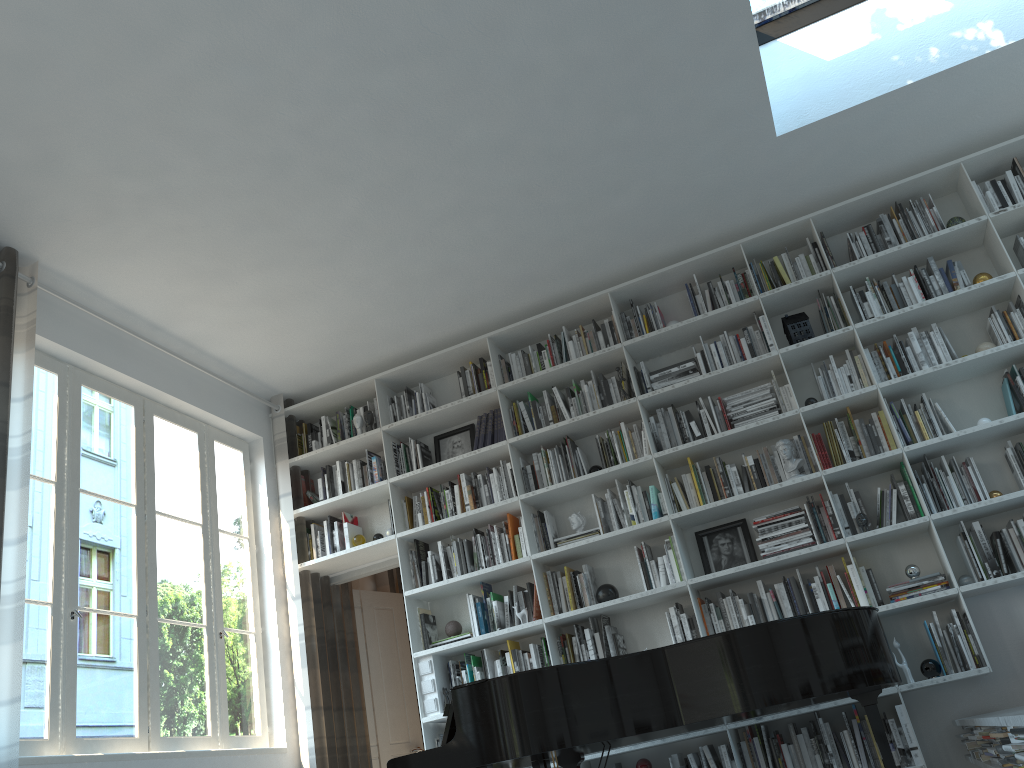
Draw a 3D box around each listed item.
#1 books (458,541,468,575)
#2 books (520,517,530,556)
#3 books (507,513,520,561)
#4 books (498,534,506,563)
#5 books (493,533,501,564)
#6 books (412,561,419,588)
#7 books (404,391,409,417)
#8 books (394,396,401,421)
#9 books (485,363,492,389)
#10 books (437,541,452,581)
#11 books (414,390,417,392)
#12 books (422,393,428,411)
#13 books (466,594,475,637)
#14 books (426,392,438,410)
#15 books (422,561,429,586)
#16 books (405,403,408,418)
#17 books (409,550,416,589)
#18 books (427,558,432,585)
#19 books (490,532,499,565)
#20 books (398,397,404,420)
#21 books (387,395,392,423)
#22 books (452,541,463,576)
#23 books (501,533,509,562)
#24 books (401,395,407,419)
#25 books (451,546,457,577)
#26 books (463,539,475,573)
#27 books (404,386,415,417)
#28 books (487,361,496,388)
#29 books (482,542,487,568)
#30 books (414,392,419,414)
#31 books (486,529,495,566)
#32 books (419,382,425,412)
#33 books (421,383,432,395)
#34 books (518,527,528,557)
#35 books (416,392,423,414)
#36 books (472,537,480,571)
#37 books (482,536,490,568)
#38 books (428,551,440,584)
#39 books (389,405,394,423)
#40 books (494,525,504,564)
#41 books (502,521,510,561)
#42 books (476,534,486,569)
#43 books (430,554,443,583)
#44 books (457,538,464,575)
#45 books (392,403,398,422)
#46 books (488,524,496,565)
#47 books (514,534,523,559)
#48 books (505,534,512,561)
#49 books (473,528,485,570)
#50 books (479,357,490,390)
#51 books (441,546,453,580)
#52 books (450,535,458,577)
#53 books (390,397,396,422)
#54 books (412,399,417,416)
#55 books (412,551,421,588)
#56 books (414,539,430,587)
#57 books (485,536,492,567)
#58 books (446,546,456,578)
[{"bbox_3d":[-0.269,1.106,5.492,0.024,0.236,0.167,-19,-26,16],"label":"books"},{"bbox_3d":[0.115,0.957,5.405,0.027,0.284,0.148,-19,-26,16],"label":"books"},{"bbox_3d":[0.024,0.966,5.431,0.035,0.324,0.170,-19,-26,16],"label":"books"},{"bbox_3d":[-0.029,1.039,5.433,0.012,0.216,0.160,-19,-26,16],"label":"books"},{"bbox_3d":[-0.057,1.044,5.461,0.028,0.241,0.132,-19,-26,16],"label":"books"},{"bbox_3d":[-0.568,1.229,5.589,0.026,0.208,0.155,-19,-26,16],"label":"books"},{"bbox_3d":[-0.673,0.190,6.019,0.016,0.259,0.154,-19,-26,16],"label":"books"},{"bbox_3d":[-0.738,0.219,6.038,0.012,0.248,0.180,-19,-26,16],"label":"books"},{"bbox_3d":[-0.117,0.002,5.865,0.022,0.259,0.152,-19,-26,16],"label":"books"},{"bbox_3d":[-0.397,1.135,5.551,0.023,0.280,0.174,-19,-26,16],"label":"books"},{"bbox_3d":[-0.613,0.177,6.006,0.013,0.251,0.129,-19,-26,16],"label":"books"},{"bbox_3d":[-0.547,0.177,5.976,0.014,0.201,0.171,-19,-26,16],"label":"books"},{"bbox_3d":[-0.216,1.418,5.363,0.012,0.284,0.160,-19,-26,16],"label":"books"},{"bbox_3d":[-0.532,0.172,5.983,0.013,0.209,0.137,-19,-26,16],"label":"books"},{"bbox_3d":[-0.509,1.215,5.553,0.037,0.181,0.189,-19,-26,16],"label":"books"},{"bbox_3d":[-0.675,0.230,6.020,0.014,0.191,0.147,-19,-26,16],"label":"books"},{"bbox_3d":[-0.588,1.204,5.617,0.012,0.284,0.160,-19,-26,16],"label":"books"},{"bbox_3d":[-0.483,1.202,5.568,0.042,0.208,0.144,-19,-26,16],"label":"books"},{"bbox_3d":[-0.080,1.043,5.460,0.011,0.250,0.139,-19,-26,16],"label":"books"},{"bbox_3d":[-0.710,0.220,6.022,0.013,0.224,0.177,-19,-26,16],"label":"books"},{"bbox_3d":[-0.797,0.228,6.072,0.007,0.284,0.160,-19,-26,16],"label":"books"},{"bbox_3d":[-0.301,1.111,5.502,0.021,0.246,0.189,-19,-26,16],"label":"books"},{"bbox_3d":[-0.013,1.034,5.433,0.021,0.219,0.149,-19,-26,16],"label":"books"},{"bbox_3d":[-0.697,0.209,6.026,0.016,0.242,0.156,-19,-26,16],"label":"books"},{"bbox_3d":[-0.322,1.132,5.515,0.014,0.228,0.149,-19,-26,16],"label":"books"},{"bbox_3d":[-0.236,1.095,5.491,0.023,0.241,0.185,-19,-26,16],"label":"books"},{"bbox_3d":[-0.661,0.169,6.002,0.015,0.278,0.191,-19,-26,16],"label":"books"},{"bbox_3d":[-0.097,-0.008,5.845,0.031,0.253,0.179,-19,-26,16],"label":"books"},{"bbox_3d":[-0.135,1.083,5.465,0.021,0.204,0.130,-19,-26,16],"label":"books"},{"bbox_3d":[-0.602,0.184,5.988,0.013,0.218,0.181,-19,-26,16],"label":"books"},{"bbox_3d":[-0.105,1.037,5.461,0.012,0.271,0.146,-19,-26,16],"label":"books"},{"bbox_3d":[-0.576,0.142,6.008,0.007,0.300,0.146,-19,-26,16],"label":"books"},{"bbox_3d":[-0.561,0.147,6.014,0.015,0.292,0.131,-19,-25,16],"label":"books"},{"bbox_3d":[0.092,0.993,5.396,0.031,0.222,0.145,-19,-26,16],"label":"books"},{"bbox_3d":[-0.589,0.179,5.976,0.021,0.213,0.174,-19,-26,16],"label":"books"},{"bbox_3d":[-0.199,1.084,5.500,0.048,0.255,0.142,-19,-26,16],"label":"books"},{"bbox_3d":[-0.127,1.062,5.453,0.013,0.228,0.177,-19,-26,16],"label":"books"},{"bbox_3d":[-0.462,1.174,5.551,0.022,0.234,0.178,-19,-26,16],"label":"books"},{"bbox_3d":[-0.782,0.257,6.045,0.017,0.203,0.143,-19,-26,16],"label":"books"},{"bbox_3d":[-0.052,1.013,5.436,0.015,0.274,0.157,-19,-26,16],"label":"books"},{"bbox_3d":[-0.002,0.998,5.447,0.015,0.291,0.144,-19,-26,16],"label":"books"},{"bbox_3d":[-0.159,1.066,5.481,0.021,0.255,0.156,-19,-26,16],"label":"books"},{"bbox_3d":[-0.440,1.177,5.529,0.028,0.203,0.188,-19,-26,16],"label":"books"},{"bbox_3d":[-0.282,1.102,5.518,0.011,0.269,0.158,-19,-26,16],"label":"books"},{"bbox_3d":[-0.752,0.247,6.042,0.032,0.209,0.159,-19,-26,16],"label":"books"},{"bbox_3d":[-0.092,1.024,5.478,0.011,0.303,0.130,-19,-25,16],"label":"books"},{"bbox_3d":[0.068,1.020,5.396,0.030,0.182,0.152,-19,-26,16],"label":"books"},{"bbox_3d":[0.013,1.028,5.412,0.013,0.202,0.162,-19,-26,16],"label":"books"},{"bbox_3d":[-0.182,1.049,5.485,0.013,0.298,0.152,-19,-26,16],"label":"books"},{"bbox_3d":[-0.151,-0.014,5.859,0.025,0.295,0.164,-19,-26,16],"label":"books"},{"bbox_3d":[-0.381,1.143,5.532,0.011,0.245,0.177,-19,-26,16],"label":"books"},{"bbox_3d":[-0.317,1.099,5.523,0.011,0.292,0.184,-19,-26,16],"label":"books"},{"bbox_3d":[-0.774,0.231,6.058,0.007,0.257,0.157,-19,-26,16],"label":"books"},{"bbox_3d":[-0.626,0.212,5.993,0.026,0.182,0.162,-19,-26,16],"label":"books"},{"bbox_3d":[-0.558,1.191,5.580,0.027,0.265,0.176,-19,-26,16],"label":"books"},{"bbox_3d":[-0.548,1.154,5.586,0.012,0.332,0.185,-19,-26,16],"label":"books"},{"bbox_3d":[-0.111,1.062,5.459,0.013,0.226,0.152,-19,-26,16],"label":"books"},{"bbox_3d":[-0.345,1.142,5.543,0.049,0.241,0.139,-19,-26,16],"label":"books"}]
